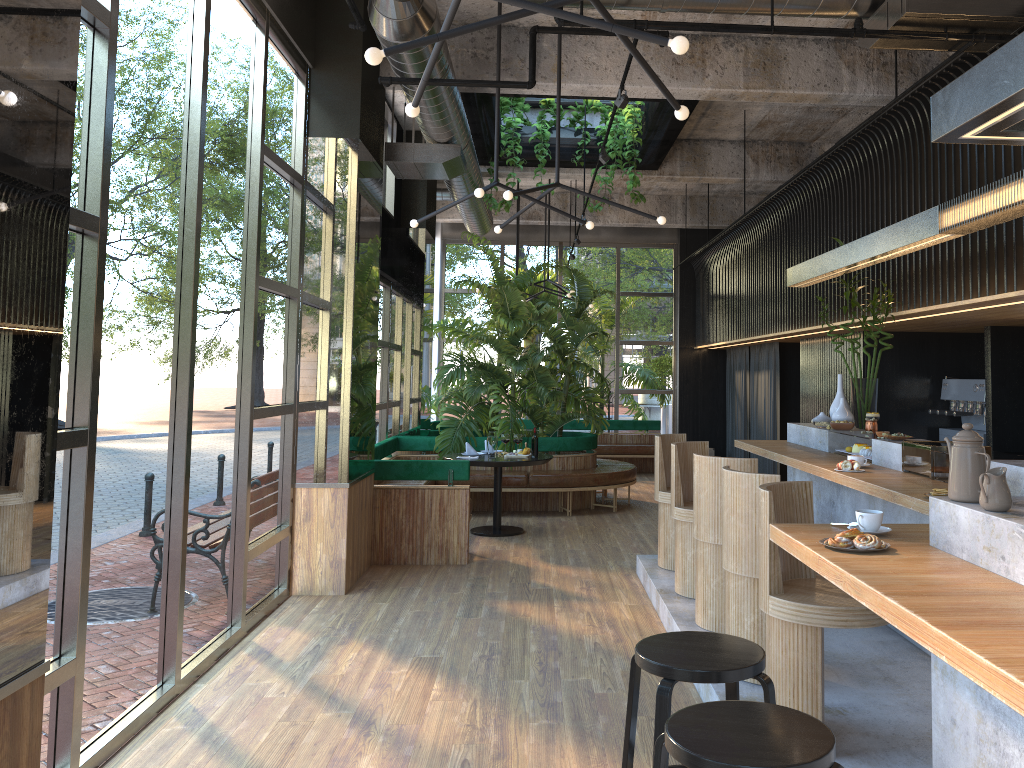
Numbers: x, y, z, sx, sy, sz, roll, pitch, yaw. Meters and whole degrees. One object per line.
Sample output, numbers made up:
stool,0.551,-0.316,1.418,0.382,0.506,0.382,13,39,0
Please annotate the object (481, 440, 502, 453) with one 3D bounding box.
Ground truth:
object,-0.210,0.652,9.247,0.239,0.139,0.226,1,-1,-17

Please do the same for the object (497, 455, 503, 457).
object,-0.115,0.716,8.843,0.062,0.013,0.147,1,1,-5

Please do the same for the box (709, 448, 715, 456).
box,3.088,1.234,13.982,0.338,0.444,0.274,1,-3,-12

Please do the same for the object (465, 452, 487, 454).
object,-0.385,0.706,9.157,0.165,0.019,0.243,0,1,-41

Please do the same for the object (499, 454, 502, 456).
object,-0.116,0.711,8.945,0.033,0.019,0.038,1,0,12

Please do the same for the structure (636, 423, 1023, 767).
structure,3.855,0.704,3.929,5.872,1.735,7.079,1,0,-1

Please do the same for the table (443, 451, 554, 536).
table,-0.142,1.098,8.860,1.147,0.753,1.050,1,-1,-32

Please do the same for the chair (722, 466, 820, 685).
chair,1.302,0.904,4.337,0.572,0.973,0.520,3,-4,-41

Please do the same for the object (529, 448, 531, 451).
object,0.155,0.687,9.111,0.059,0.072,0.207,1,0,-9

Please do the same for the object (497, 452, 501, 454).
object,-0.131,0.708,9.064,0.024,0.025,0.047,0,-1,18

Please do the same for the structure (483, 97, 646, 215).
structure,0.756,-2.620,10.056,2.090,1.522,1.462,0,-2,28

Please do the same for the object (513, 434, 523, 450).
object,0.060,0.621,9.144,0.104,0.201,0.100,2,-3,-12

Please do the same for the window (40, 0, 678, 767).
window,0.398,-1.731,4.739,4.157,6.512,20.233,1,0,1

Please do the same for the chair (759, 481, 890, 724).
chair,1.270,0.911,3.570,0.572,0.973,0.520,4,-4,-44

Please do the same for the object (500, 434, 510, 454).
object,-0.069,0.619,9.177,0.104,0.201,0.100,2,-3,-12

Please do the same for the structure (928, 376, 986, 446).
structure,4.179,0.729,8.024,0.552,1.600,0.832,1,-3,0

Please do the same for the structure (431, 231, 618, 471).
structure,0.103,-0.211,11.293,2.493,3.449,2.594,2,-2,-16

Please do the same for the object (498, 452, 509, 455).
object,-0.078,0.706,9.040,0.097,0.028,0.129,1,0,14

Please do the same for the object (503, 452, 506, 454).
object,-0.074,0.705,8.977,0.033,0.032,0.037,1,-1,-3

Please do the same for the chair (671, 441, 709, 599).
chair,1.327,0.888,5.895,0.568,0.973,0.524,2,-3,-26

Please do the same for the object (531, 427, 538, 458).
object,0.226,0.577,8.793,0.067,0.300,0.069,0,-4,15

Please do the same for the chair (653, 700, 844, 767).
chair,0.575,1.200,2.156,0.524,0.699,0.503,1,-2,-10

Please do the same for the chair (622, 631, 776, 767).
chair,0.591,1.193,2.801,0.520,0.699,0.507,1,-2,-5

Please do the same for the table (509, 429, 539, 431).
table,-0.044,1.058,12.790,1.136,0.753,1.061,1,-1,-21

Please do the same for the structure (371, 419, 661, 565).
structure,1.470,0.762,4.647,6.055,1.553,19.987,1,1,1

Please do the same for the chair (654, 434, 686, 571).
chair,1.348,0.880,6.701,0.540,0.973,0.552,0,-3,9

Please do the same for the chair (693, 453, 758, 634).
chair,1.325,0.896,5.149,0.530,0.973,0.563,0,-3,23

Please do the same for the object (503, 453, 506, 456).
object,-0.078,0.707,8.886,0.032,0.031,0.040,0,-1,24

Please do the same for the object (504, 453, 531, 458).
object,0.073,0.714,8.910,0.236,0.019,0.357,1,1,10

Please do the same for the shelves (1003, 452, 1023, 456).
shelves,4.310,0.599,7.062,0.526,0.035,0.863,1,1,0
